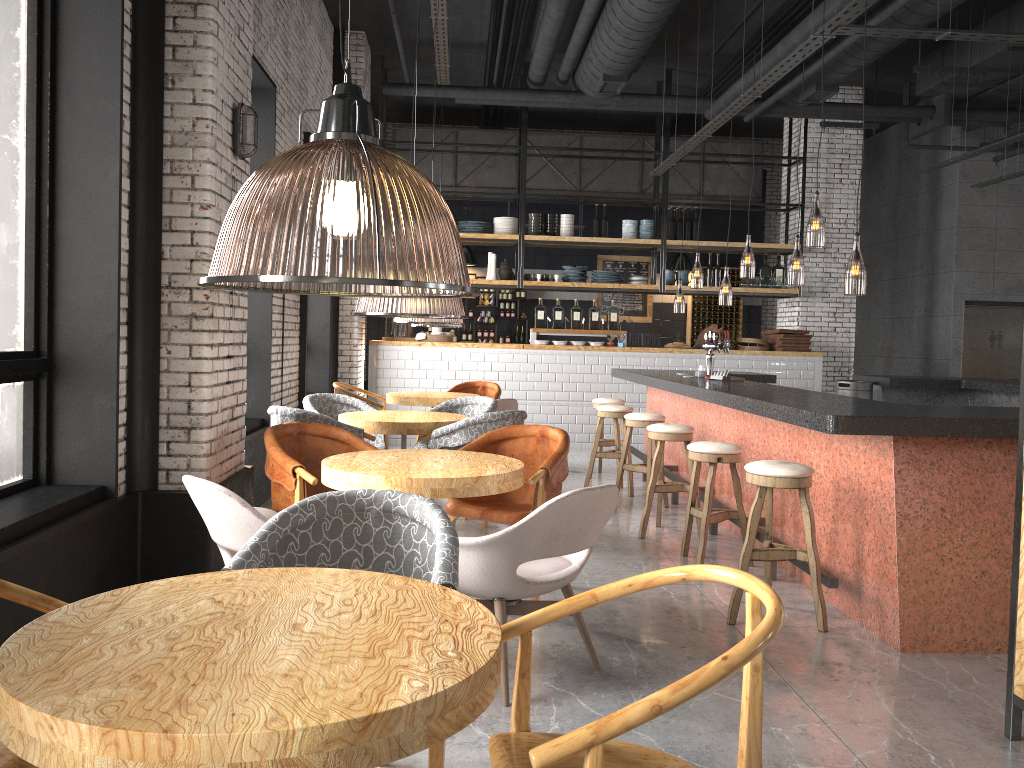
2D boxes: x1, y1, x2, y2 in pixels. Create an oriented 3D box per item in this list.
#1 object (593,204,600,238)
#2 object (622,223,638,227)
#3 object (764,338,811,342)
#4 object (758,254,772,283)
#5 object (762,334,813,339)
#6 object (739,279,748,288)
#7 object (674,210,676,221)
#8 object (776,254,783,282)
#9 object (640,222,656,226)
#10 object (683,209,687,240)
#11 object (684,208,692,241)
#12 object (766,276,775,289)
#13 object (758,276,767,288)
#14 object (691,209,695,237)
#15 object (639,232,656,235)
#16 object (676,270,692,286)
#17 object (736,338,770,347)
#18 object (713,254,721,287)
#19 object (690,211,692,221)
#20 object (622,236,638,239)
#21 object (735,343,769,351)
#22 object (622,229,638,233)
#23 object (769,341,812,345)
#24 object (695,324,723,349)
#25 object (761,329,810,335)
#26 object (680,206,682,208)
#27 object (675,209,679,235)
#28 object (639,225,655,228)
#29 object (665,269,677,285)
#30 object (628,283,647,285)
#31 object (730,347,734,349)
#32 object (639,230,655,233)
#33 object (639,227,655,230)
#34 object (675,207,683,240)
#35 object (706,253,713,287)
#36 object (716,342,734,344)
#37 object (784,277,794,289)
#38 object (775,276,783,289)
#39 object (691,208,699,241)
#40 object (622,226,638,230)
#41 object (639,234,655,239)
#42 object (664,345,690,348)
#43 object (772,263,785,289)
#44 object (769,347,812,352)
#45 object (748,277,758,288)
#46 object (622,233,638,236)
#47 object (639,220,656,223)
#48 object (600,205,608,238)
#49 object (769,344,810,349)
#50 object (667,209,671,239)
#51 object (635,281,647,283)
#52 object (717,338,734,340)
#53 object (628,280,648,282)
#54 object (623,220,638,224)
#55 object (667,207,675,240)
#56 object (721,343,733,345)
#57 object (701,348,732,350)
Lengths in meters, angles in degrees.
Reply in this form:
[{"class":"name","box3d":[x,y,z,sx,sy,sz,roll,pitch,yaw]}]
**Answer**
[{"class":"object","box3d":[1.141,-2.184,11.960,0.098,0.471,0.098,2,2,19]},{"class":"object","box3d":[1.603,-2.143,12.033,0.210,0.076,0.210,0,3,-29]},{"class":"object","box3d":[3.649,-0.589,11.780,0.405,0.044,0.636,1,3,-3]},{"class":"object","box3d":[3.485,-1.569,12.198,0.157,0.554,0.106,2,2,1]},{"class":"object","box3d":[3.650,-0.633,11.778,0.405,0.044,0.636,1,3,-10]},{"class":"object","box3d":[3.143,-1.387,12.024,0.118,0.181,0.118,0,3,-40]},{"class":"object","box3d":[2.243,-2.161,12.222,0.098,0.458,0.098,2,2,19]},{"class":"object","box3d":[3.672,-1.567,12.219,0.140,0.550,0.097,2,2,1]},{"class":"object","box3d":[1.841,-2.139,12.027,0.218,0.096,0.219,1,3,-20]},{"class":"object","box3d":[2.363,-2.151,12.093,0.098,0.458,0.098,1,2,-26]},{"class":"object","box3d":[2.371,-2.144,11.958,0.098,0.458,0.098,1,2,-26]},{"class":"object","box3d":[3.509,-1.378,12.032,0.118,0.181,0.118,0,2,-27]},{"class":"object","box3d":[3.389,-1.380,12.011,0.118,0.181,0.118,3,3,30]},{"class":"object","box3d":[2.470,-2.149,12.100,0.098,0.458,0.098,1,2,-26]},{"class":"object","box3d":[1.836,-2.010,12.030,0.218,0.093,0.219,1,3,-20]},{"class":"object","box3d":[2.339,-1.436,12.088,0.166,0.230,0.199,0,3,-33]},{"class":"object","box3d":[3.195,-0.562,11.768,0.437,0.154,0.440,4,4,44]},{"class":"object","box3d":[2.814,-1.546,12.142,0.098,0.471,0.098,2,2,4]},{"class":"object","box3d":[2.462,-2.156,12.235,0.098,0.458,0.098,1,2,-26]},{"class":"object","box3d":[1.599,-1.969,12.042,0.210,0.065,0.210,2,3,14]},{"class":"object","box3d":[3.190,-0.495,11.767,0.437,0.097,0.437,3,3,21]},{"class":"object","box3d":[1.602,-2.056,12.042,0.210,0.074,0.210,0,3,-29]},{"class":"object","box3d":[3.647,-0.545,11.781,0.405,0.044,0.636,1,3,-7]},{"class":"object","box3d":[2.579,-0.624,11.660,0.242,0.338,0.488,1,3,-18]},{"class":"object","box3d":[3.603,-0.676,11.711,0.406,0.094,0.637,1,3,-6]},{"class":"object","box3d":[2.265,-2.372,11.944,0.046,0.031,0.046,0,3,-26]},{"class":"object","box3d":[2.251,-2.154,12.087,0.098,0.458,0.098,2,2,19]},{"class":"object","box3d":[1.830,-2.106,12.028,0.218,0.092,0.219,4,4,37]},{"class":"object","box3d":[2.161,-1.441,12.090,0.198,0.230,0.166,2,2,3]},{"class":"object","box3d":[1.711,-1.355,12.069,0.263,0.026,0.263,3,4,32]},{"class":"object","box3d":[2.769,-0.483,11.776,0.407,0.019,0.458,0,4,-31]},{"class":"object","box3d":[1.828,-2.042,12.026,0.218,0.092,0.219,1,3,-14]},{"class":"object","box3d":[1.829,-2.074,12.029,0.218,0.092,0.219,3,3,33]},{"class":"object","box3d":[2.259,-2.147,11.952,0.098,0.458,0.098,2,2,19]},{"class":"object","box3d":[2.707,-1.549,12.136,0.098,0.471,0.098,1,2,-15]},{"class":"object","box3d":[2.732,-0.549,11.777,0.407,0.019,0.458,4,4,39]},{"class":"object","box3d":[3.754,-1.370,12.012,0.118,0.181,0.118,2,2,21]},{"class":"object","box3d":[3.629,-1.376,12.057,0.118,0.181,0.118,1,2,-20]},{"class":"object","box3d":[2.478,-2.141,11.965,0.098,0.458,0.098,1,2,-26]},{"class":"object","box3d":[1.598,-2.100,12.036,0.210,0.078,0.210,3,3,19]},{"class":"object","box3d":[1.830,-1.977,12.029,0.218,0.085,0.219,0,3,-34]},{"class":"object","box3d":[2.175,-0.497,11.718,0.276,0.019,0.514,2,3,2]},{"class":"object","box3d":[3.670,-1.491,12.226,0.157,0.405,0.106,2,2,1]},{"class":"object","box3d":[3.645,-0.457,11.784,0.405,0.044,0.636,1,3,-8]},{"class":"object","box3d":[3.266,-1.383,12.013,0.118,0.181,0.118,-1,3,-44]},{"class":"object","box3d":[1.599,-2.013,12.040,0.210,0.069,0.210,-1,4,-38]},{"class":"object","box3d":[1.837,-2.170,12.027,0.219,0.091,0.218,2,3,14]},{"class":"object","box3d":[1.249,-2.181,11.967,0.098,0.471,0.098,2,2,19]},{"class":"object","box3d":[3.646,-0.501,11.782,0.405,0.044,0.636,2,3,-1]},{"class":"object","box3d":[2.143,-2.157,12.080,0.098,0.458,0.098,2,2,19]},{"class":"object","box3d":[1.711,-1.378,12.068,0.263,0.037,0.263,0,3,-30]},{"class":"object","box3d":[2.736,-0.597,11.777,0.407,0.019,0.458,4,4,43]},{"class":"object","box3d":[1.712,-1.396,12.068,0.265,0.038,0.265,3,3,19]},{"class":"object","box3d":[1.607,-2.186,12.033,0.210,0.074,0.210,2,3,1]},{"class":"object","box3d":[2.151,-2.149,11.945,0.098,0.458,0.098,2,2,19]},{"class":"object","box3d":[2.717,-0.533,11.765,0.407,0.019,0.458,2,3,10]},{"class":"object","box3d":[2.752,-0.468,11.783,0.458,0.019,0.407,3,4,32]}]
